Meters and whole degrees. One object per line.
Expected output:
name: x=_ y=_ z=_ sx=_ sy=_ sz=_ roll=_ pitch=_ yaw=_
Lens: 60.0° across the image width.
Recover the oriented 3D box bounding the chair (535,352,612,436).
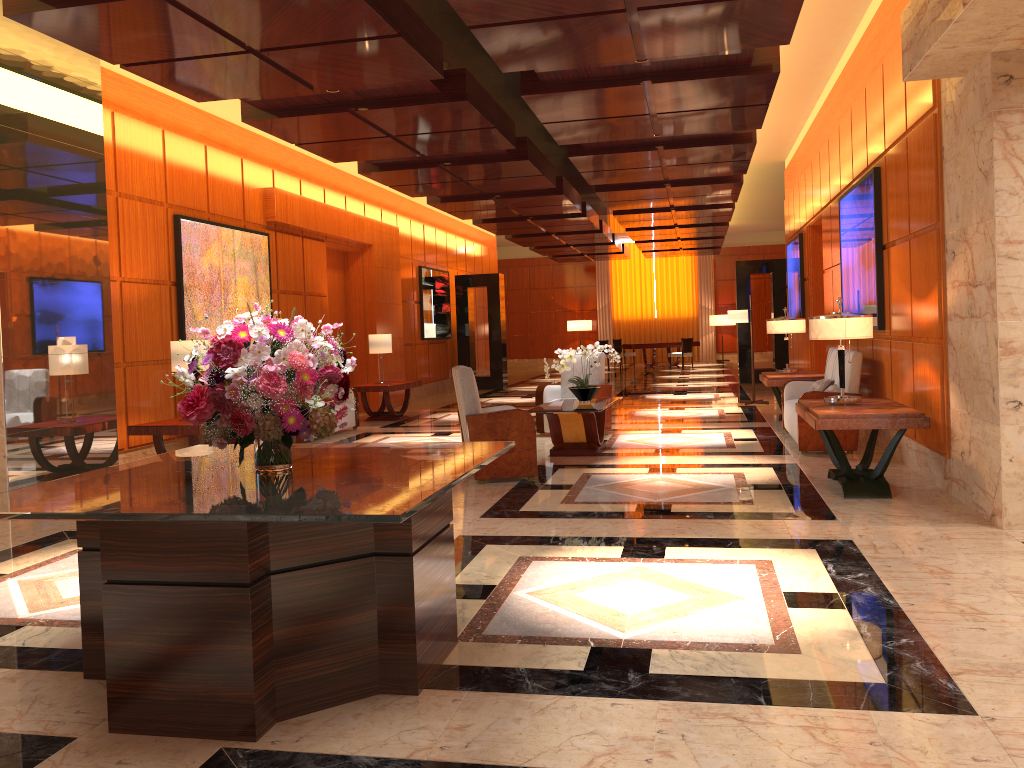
chair: x=0.737 y=0.108 z=10.462 sx=0.737 sy=0.960 sz=0.629 roll=-1 pitch=2 yaw=31

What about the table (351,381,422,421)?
table: x=-1.871 y=0.259 z=13.206 sx=0.724 sy=0.533 sz=1.169 roll=-1 pitch=3 yaw=15

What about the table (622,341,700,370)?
table: x=4.261 y=-0.808 z=25.259 sx=2.108 sy=0.741 sz=0.784 roll=-3 pitch=3 yaw=-17

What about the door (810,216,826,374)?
door: x=4.464 y=-0.981 z=12.335 sx=0.340 sy=2.649 sz=1.540 roll=-2 pitch=2 yaw=12

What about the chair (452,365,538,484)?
chair: x=-0.162 y=0.313 z=7.605 sx=0.629 sy=0.960 sz=0.738 roll=-2 pitch=2 yaw=-9

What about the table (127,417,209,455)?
table: x=-2.892 y=0.592 z=8.303 sx=0.724 sy=0.533 sz=1.169 roll=-1 pitch=3 yaw=15

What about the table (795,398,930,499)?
table: x=2.542 y=0.463 z=6.533 sx=0.725 sy=0.606 sz=1.272 roll=-2 pitch=3 yaw=12

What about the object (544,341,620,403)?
object: x=0.722 y=-0.120 z=9.052 sx=0.788 sy=0.617 sz=0.418 roll=-3 pitch=2 yaw=-11

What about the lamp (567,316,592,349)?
lamp: x=2.273 y=-1.441 z=29.585 sx=0.811 sy=1.659 sz=0.810 roll=-3 pitch=2 yaw=-38

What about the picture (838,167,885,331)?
picture: x=3.468 y=-1.267 z=8.854 sx=0.056 sy=1.451 sz=2.000 roll=-2 pitch=3 yaw=12

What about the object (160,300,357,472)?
object: x=-0.940 y=0.003 z=3.443 sx=0.649 sy=0.658 sz=0.681 roll=-2 pitch=2 yaw=3

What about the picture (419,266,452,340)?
picture: x=-1.563 y=-1.644 z=18.244 sx=0.056 sy=1.451 sz=2.000 roll=-2 pitch=3 yaw=12

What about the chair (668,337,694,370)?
chair: x=4.678 y=-0.830 z=24.330 sx=0.585 sy=0.893 sz=0.576 roll=-3 pitch=2 yaw=-35

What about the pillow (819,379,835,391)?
pillow: x=3.183 y=0.080 z=8.980 sx=0.160 sy=0.252 sz=0.358 roll=-2 pitch=3 yaw=8

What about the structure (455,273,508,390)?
structure: x=-0.665 y=-1.137 z=19.369 sx=0.985 sy=2.496 sz=0.501 roll=-2 pitch=1 yaw=12

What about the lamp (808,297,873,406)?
lamp: x=2.476 y=-0.251 z=6.666 sx=0.458 sy=0.809 sz=0.459 roll=-1 pitch=2 yaw=21

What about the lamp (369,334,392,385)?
lamp: x=1.121 y=-0.146 z=7.525 sx=0.335 sy=0.734 sz=13.004 roll=-3 pitch=3 yaw=-29

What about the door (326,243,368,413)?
door: x=-2.724 y=-0.803 z=13.819 sx=0.340 sy=2.649 sz=1.502 roll=-2 pitch=2 yaw=12

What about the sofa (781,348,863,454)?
sofa: x=3.112 y=0.121 z=8.976 sx=0.612 sy=0.931 sz=1.802 roll=-2 pitch=3 yaw=12

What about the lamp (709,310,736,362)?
lamp: x=6.817 y=-1.552 z=28.635 sx=0.811 sy=1.659 sz=0.810 roll=-3 pitch=2 yaw=-38

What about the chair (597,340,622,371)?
chair: x=2.766 y=-0.823 z=25.402 sx=0.585 sy=0.893 sz=0.576 roll=-4 pitch=2 yaw=-40

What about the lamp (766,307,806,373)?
lamp: x=3.322 y=-0.535 z=10.731 sx=0.459 sy=0.793 sz=0.458 roll=-3 pitch=2 yaw=-26

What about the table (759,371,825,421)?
table: x=3.402 y=0.182 z=10.665 sx=0.725 sy=0.606 sz=1.272 roll=-2 pitch=3 yaw=12

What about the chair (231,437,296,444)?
chair: x=-2.759 y=0.296 z=9.480 sx=0.628 sy=0.960 sz=0.739 roll=-2 pitch=2 yaw=11

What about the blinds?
blinds: x=4.771 y=-2.748 z=29.675 sx=3.852 sy=4.061 sz=0.149 roll=-2 pitch=1 yaw=12

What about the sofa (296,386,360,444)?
sofa: x=-2.541 y=0.204 z=11.085 sx=0.612 sy=0.931 sz=1.802 roll=-2 pitch=3 yaw=12

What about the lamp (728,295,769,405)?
lamp: x=3.568 y=-0.520 z=13.461 sx=0.526 sy=1.659 sz=0.360 roll=-2 pitch=1 yaw=2

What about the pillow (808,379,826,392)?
pillow: x=3.244 y=0.061 z=9.411 sx=0.195 sy=0.227 sz=0.345 roll=-1 pitch=3 yaw=17

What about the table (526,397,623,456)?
table: x=0.663 y=0.445 z=8.959 sx=0.722 sy=0.495 sz=1.562 roll=-1 pitch=3 yaw=15

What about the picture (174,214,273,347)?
picture: x=-3.247 y=-1.096 z=10.159 sx=0.056 sy=1.451 sz=2.000 roll=-2 pitch=3 yaw=12

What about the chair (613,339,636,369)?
chair: x=3.329 y=-0.912 z=26.527 sx=0.576 sy=0.893 sz=0.585 roll=-1 pitch=2 yaw=40

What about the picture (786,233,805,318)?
picture: x=4.662 y=-1.656 z=14.589 sx=0.056 sy=1.451 sz=2.000 roll=-2 pitch=3 yaw=12

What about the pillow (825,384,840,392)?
pillow: x=3.058 y=0.125 z=8.550 sx=0.202 sy=0.229 sz=0.274 roll=-2 pitch=3 yaw=14

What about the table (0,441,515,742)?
table: x=-0.916 y=0.705 z=3.438 sx=1.600 sy=0.744 sz=1.603 roll=-1 pitch=3 yaw=12
